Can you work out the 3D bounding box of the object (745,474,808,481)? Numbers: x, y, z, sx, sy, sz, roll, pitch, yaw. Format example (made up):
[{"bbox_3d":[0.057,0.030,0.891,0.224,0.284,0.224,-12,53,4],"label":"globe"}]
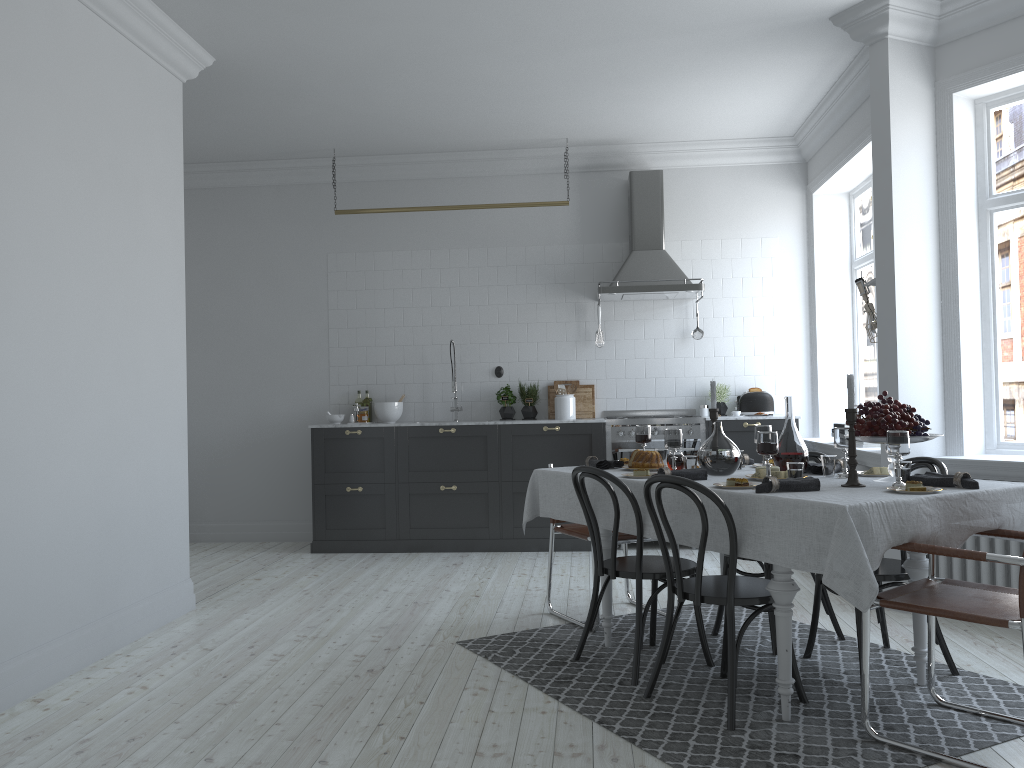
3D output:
[{"bbox_3d":[1.120,0.397,3.755,0.251,0.018,0.251,-1,-1,5],"label":"object"}]

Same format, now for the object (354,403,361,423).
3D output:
[{"bbox_3d":[-1.323,0.251,7.605,0.059,0.172,0.059,-2,-1,36],"label":"object"}]

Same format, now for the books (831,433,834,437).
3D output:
[{"bbox_3d":[2.502,0.372,6.441,0.259,0.031,0.328,-1,-1,3],"label":"books"}]

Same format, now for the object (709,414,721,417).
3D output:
[{"bbox_3d":[1.673,0.259,7.325,0.091,0.018,0.062,-1,-1,2],"label":"object"}]

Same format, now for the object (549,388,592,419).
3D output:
[{"bbox_3d":[0.502,0.169,7.560,0.360,0.261,0.053,-1,-1,5],"label":"object"}]

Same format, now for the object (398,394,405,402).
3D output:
[{"bbox_3d":[-0.997,0.206,7.630,0.209,0.232,0.042,0,-2,-45],"label":"object"}]

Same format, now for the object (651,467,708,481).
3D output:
[{"bbox_3d":[0.727,0.385,3.798,0.165,0.061,0.247,-2,-2,44],"label":"object"}]

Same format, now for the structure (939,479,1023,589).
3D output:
[{"bbox_3d":[2.821,0.864,4.200,0.245,0.753,1.710,-1,-1,-32],"label":"structure"}]

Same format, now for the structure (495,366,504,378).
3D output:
[{"bbox_3d":[-0.112,-0.104,7.673,0.079,0.103,0.032,-1,-1,5],"label":"structure"}]

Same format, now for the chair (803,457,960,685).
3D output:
[{"bbox_3d":[1.614,0.784,3.892,0.564,0.909,0.463,-1,-1,-17],"label":"chair"}]

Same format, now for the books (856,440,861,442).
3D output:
[{"bbox_3d":[2.484,0.379,6.061,0.274,0.016,0.341,-1,-1,6],"label":"books"}]

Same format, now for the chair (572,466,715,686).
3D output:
[{"bbox_3d":[0.560,0.809,3.994,0.564,0.909,0.463,-1,-1,-32],"label":"chair"}]

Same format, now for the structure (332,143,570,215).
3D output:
[{"bbox_3d":[-0.521,-1.722,7.373,1.988,0.556,0.053,-1,-1,5],"label":"structure"}]

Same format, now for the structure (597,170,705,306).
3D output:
[{"bbox_3d":[1.120,-1.218,7.318,0.843,1.079,0.567,-1,-1,5],"label":"structure"}]

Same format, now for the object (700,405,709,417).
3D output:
[{"bbox_3d":[1.608,0.224,7.421,0.072,0.095,0.072,0,-1,-40],"label":"object"}]

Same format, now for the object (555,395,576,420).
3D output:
[{"bbox_3d":[0.446,0.194,7.449,0.174,0.208,0.174,-1,-1,0],"label":"object"}]

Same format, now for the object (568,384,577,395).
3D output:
[{"bbox_3d":[0.483,0.147,7.485,0.131,0.296,0.056,-1,-1,-16],"label":"object"}]

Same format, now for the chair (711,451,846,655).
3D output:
[{"bbox_3d":[1.315,0.800,4.388,0.564,0.909,0.463,-1,-1,-32],"label":"chair"}]

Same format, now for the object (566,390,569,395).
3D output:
[{"bbox_3d":[0.475,0.170,7.488,0.050,0.247,0.114,-1,-1,-30],"label":"object"}]

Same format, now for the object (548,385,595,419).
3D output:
[{"bbox_3d":[0.510,0.155,7.615,0.400,0.290,0.030,-1,-1,5],"label":"object"}]

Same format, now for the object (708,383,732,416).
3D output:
[{"bbox_3d":[1.731,0.127,7.398,0.210,0.283,0.220,-2,-1,18],"label":"object"}]

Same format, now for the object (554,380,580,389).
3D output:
[{"bbox_3d":[0.471,0.135,7.587,0.220,0.330,0.041,-1,-1,5],"label":"object"}]

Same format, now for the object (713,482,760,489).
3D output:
[{"bbox_3d":[0.881,0.398,3.470,0.182,0.013,0.182,-2,-1,20],"label":"object"}]

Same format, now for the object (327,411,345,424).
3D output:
[{"bbox_3d":[-1.508,0.288,7.604,0.159,0.110,0.172,-1,-1,0],"label":"object"}]

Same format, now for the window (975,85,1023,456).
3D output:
[{"bbox_3d":[3.269,-0.645,4.222,0.061,2.080,2.079,-1,-1,-33],"label":"window"}]

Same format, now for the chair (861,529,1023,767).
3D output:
[{"bbox_3d":[1.592,0.805,3.032,0.546,0.837,0.593,0,-1,-40],"label":"chair"}]

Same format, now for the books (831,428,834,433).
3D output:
[{"bbox_3d":[2.512,0.341,6.429,0.287,0.031,0.351,-1,-1,5],"label":"books"}]

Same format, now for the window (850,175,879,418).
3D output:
[{"bbox_3d":[2.788,-0.592,6.503,0.061,2.080,1.716,-1,-1,5],"label":"window"}]

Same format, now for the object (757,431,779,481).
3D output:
[{"bbox_3d":[1.011,0.296,3.503,0.083,0.215,0.083,-1,-1,10],"label":"object"}]

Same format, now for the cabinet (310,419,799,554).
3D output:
[{"bbox_3d":[0.330,0.823,7.312,3.897,1.012,0.646,-1,-1,5],"label":"cabinet"}]

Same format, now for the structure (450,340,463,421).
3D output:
[{"bbox_3d":[-0.489,-0.027,7.483,0.100,0.692,0.266,-1,-1,5],"label":"structure"}]

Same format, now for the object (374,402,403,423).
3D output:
[{"bbox_3d":[-1.058,0.245,7.606,0.247,0.175,0.247,-2,-1,18],"label":"object"}]

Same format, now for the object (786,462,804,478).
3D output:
[{"bbox_3d":[1.100,0.352,3.443,0.066,0.094,0.066,-1,-1,-7],"label":"object"}]

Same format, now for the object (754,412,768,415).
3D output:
[{"bbox_3d":[1.986,0.241,7.104,0.119,0.031,0.074,-2,-1,37],"label":"object"}]

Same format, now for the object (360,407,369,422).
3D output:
[{"bbox_3d":[-1.278,0.267,7.671,0.077,0.141,0.044,-1,-1,5],"label":"object"}]

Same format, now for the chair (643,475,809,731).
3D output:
[{"bbox_3d":[0.809,0.794,3.480,0.564,0.909,0.463,0,-1,-37],"label":"chair"}]

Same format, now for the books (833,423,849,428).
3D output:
[{"bbox_3d":[2.508,0.307,6.442,0.259,0.038,0.325,-1,-1,7],"label":"books"}]

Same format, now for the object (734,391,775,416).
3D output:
[{"bbox_3d":[2.015,0.159,7.375,0.326,0.207,0.219,-1,-1,10],"label":"object"}]

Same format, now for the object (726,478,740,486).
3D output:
[{"bbox_3d":[0.868,0.386,3.476,0.057,0.037,0.021,-1,-1,-14],"label":"object"}]

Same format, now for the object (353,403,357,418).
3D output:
[{"bbox_3d":[-1.347,0.252,7.666,0.059,0.172,0.059,-2,-1,36],"label":"object"}]

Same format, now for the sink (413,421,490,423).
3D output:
[{"bbox_3d":[-0.504,0.417,7.356,0.669,0.203,0.384,-1,-1,5],"label":"sink"}]

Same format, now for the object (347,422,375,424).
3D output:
[{"bbox_3d":[-1.298,0.334,7.636,0.180,0.008,0.272,-1,-1,5],"label":"object"}]

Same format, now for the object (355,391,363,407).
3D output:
[{"bbox_3d":[-1.329,0.198,7.731,0.066,0.282,0.066,-1,-1,0],"label":"object"}]

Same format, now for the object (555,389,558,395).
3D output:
[{"bbox_3d":[0.414,0.169,7.447,0.117,0.251,0.061,-2,-1,35],"label":"object"}]

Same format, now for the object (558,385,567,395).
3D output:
[{"bbox_3d":[0.445,0.149,7.460,0.064,0.290,0.141,-1,-1,-22],"label":"object"}]

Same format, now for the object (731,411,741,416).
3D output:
[{"bbox_3d":[1.783,0.238,7.046,0.072,0.040,0.070,-1,-1,-3],"label":"object"}]

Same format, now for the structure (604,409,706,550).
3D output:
[{"bbox_3d":[1.160,0.762,7.242,0.779,1.096,0.651,-1,-1,5],"label":"structure"}]

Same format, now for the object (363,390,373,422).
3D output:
[{"bbox_3d":[-1.249,0.196,7.719,0.089,0.282,0.082,-1,-1,5],"label":"object"}]

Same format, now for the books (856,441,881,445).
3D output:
[{"bbox_3d":[2.476,0.397,6.065,0.254,0.019,0.337,-1,-1,3],"label":"books"}]

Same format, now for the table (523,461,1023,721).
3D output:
[{"bbox_3d":[1.051,0.827,3.951,1.210,0.842,2.179,-1,-1,-28],"label":"table"}]

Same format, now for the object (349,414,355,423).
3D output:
[{"bbox_3d":[-1.365,0.295,7.563,0.046,0.084,0.046,-1,-1,-9],"label":"object"}]

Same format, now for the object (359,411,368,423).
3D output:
[{"bbox_3d":[-1.264,0.284,7.565,0.078,0.101,0.078,-2,-1,33],"label":"object"}]

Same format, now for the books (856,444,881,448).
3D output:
[{"bbox_3d":[2.474,0.415,6.059,0.254,0.019,0.343,-1,-1,5],"label":"books"}]

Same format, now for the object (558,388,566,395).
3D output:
[{"bbox_3d":[0.405,0.164,7.424,0.054,0.262,0.149,-1,-1,-20],"label":"object"}]

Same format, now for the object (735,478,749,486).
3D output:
[{"bbox_3d":[0.893,0.384,3.443,0.036,0.039,0.051,-2,-2,45],"label":"object"}]

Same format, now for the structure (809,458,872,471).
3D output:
[{"bbox_3d":[2.336,0.917,6.490,0.245,0.753,1.673,-1,-1,5],"label":"structure"}]

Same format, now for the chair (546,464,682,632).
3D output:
[{"bbox_3d":[0.541,0.862,4.877,0.546,0.837,0.593,-1,-1,-24],"label":"chair"}]
